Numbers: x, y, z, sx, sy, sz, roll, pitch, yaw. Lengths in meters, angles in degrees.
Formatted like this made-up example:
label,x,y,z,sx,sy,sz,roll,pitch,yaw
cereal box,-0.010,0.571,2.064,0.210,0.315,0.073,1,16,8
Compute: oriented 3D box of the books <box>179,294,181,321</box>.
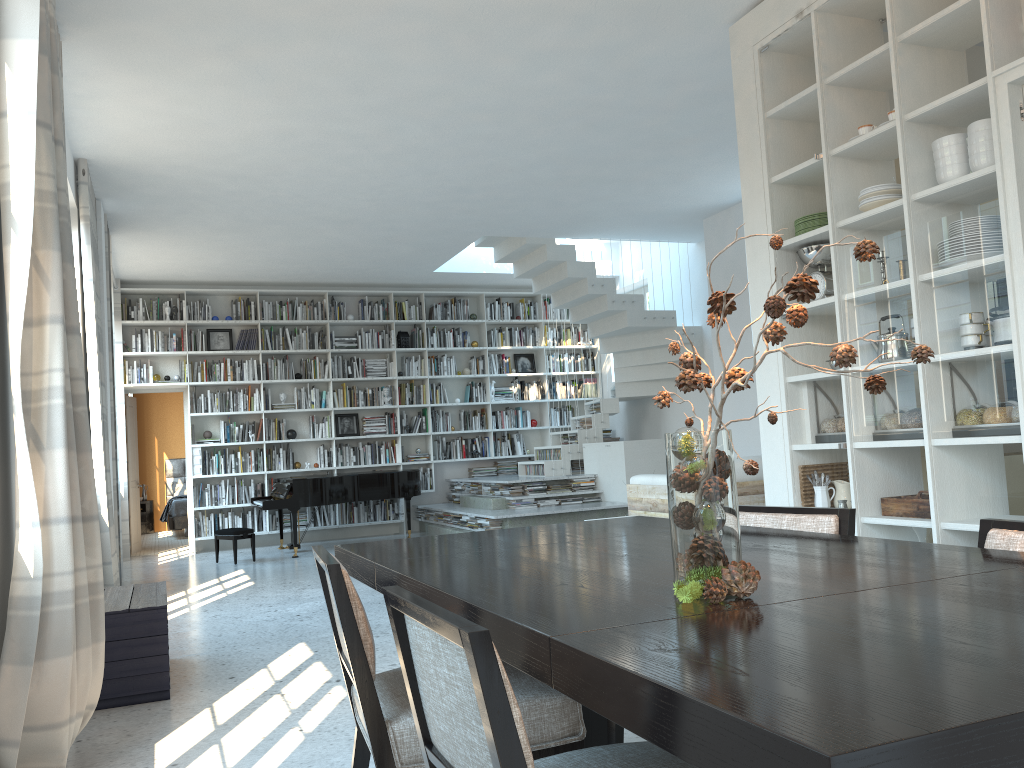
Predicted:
label,x,y,z,sx,sy,sz,roll,pitch,yaw
books,-3.995,-0.898,10.664,0.014,0.337,0.168,-2,-4,-22

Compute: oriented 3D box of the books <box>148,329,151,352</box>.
label,x,y,z,sx,sy,sz,roll,pitch,yaw
books,-4.290,-0.498,10.496,0.021,0.286,0.179,-2,-4,-22

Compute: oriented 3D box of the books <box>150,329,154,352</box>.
label,x,y,z,sx,sy,sz,roll,pitch,yaw
books,-4.271,-0.500,10.525,0.037,0.291,0.155,-2,-4,-22

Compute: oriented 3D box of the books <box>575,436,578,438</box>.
label,x,y,z,sx,sy,sz,roll,pitch,yaw
books,0.860,0.645,10.849,0.168,0.014,0.212,-3,-4,-2

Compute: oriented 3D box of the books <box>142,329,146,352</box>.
label,x,y,z,sx,sy,sz,roll,pitch,yaw
books,-4.355,-0.495,10.499,0.028,0.288,0.133,-2,-4,-22

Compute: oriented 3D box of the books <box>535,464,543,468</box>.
label,x,y,z,sx,sy,sz,roll,pitch,yaw
books,0.349,1.057,10.930,0.125,0.125,0.007,-2,-4,-22

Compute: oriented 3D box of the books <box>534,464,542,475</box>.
label,x,y,z,sx,sy,sz,roll,pitch,yaw
books,0.333,1.061,10.973,0.125,0.125,0.008,-2,-4,-22

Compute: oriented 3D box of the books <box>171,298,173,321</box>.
label,x,y,z,sx,sy,sz,roll,pitch,yaw
books,-4.079,-0.871,10.642,0.013,0.291,0.154,-2,-4,-22

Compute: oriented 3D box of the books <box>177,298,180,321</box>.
label,x,y,z,sx,sy,sz,roll,pitch,yaw
books,-4.012,-0.872,10.660,0.022,0.286,0.175,-2,-4,-22

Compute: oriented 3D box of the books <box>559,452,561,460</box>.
label,x,y,z,sx,sy,sz,roll,pitch,yaw
books,0.629,0.843,10.613,0.125,0.123,0.034,-2,-4,-22

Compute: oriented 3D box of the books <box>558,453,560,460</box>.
label,x,y,z,sx,sy,sz,roll,pitch,yaw
books,0.617,0.846,10.642,0.125,0.123,0.034,-2,-4,-22

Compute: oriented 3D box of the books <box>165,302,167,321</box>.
label,x,y,z,sx,sy,sz,roll,pitch,yaw
books,-4.133,-0.847,10.598,0.025,0.243,0.168,-2,-4,-22

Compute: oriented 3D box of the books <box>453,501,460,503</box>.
label,x,y,z,sx,sy,sz,roll,pitch,yaw
books,-0.638,1.516,11.438,0.187,0.009,0.261,-2,-4,-19

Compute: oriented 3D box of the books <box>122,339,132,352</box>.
label,x,y,z,sx,sy,sz,roll,pitch,yaw
books,-4.529,-0.433,10.429,0.121,0.175,0.129,-2,-4,-22

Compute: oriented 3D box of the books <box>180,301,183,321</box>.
label,x,y,z,sx,sy,sz,roll,pitch,yaw
books,-3.977,-0.859,10.674,0.025,0.259,0.138,-2,-4,-22

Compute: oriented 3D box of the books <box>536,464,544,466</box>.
label,x,y,z,sx,sy,sz,roll,pitch,yaw
books,0.363,1.054,10.895,0.125,0.125,0.010,-2,-4,-22

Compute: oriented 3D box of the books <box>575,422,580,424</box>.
label,x,y,z,sx,sy,sz,roll,pitch,yaw
books,0.938,0.496,11.415,0.149,0.017,0.240,-2,-5,-24

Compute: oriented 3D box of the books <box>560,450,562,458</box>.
label,x,y,z,sx,sy,sz,roll,pitch,yaw
books,0.643,0.840,10.577,0.125,0.123,0.036,-2,-4,-22

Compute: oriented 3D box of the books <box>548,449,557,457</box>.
label,x,y,z,sx,sy,sz,roll,pitch,yaw
books,0.506,0.872,10.919,0.125,0.125,0.008,-2,-4,-22

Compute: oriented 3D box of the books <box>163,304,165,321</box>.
label,x,y,z,sx,sy,sz,roll,pitch,yaw
books,-4.159,-0.837,10.601,0.021,0.226,0.156,-2,-4,-22

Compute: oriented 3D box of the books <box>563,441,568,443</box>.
label,x,y,z,sx,sy,sz,roll,pitch,yaw
books,0.754,0.738,11.341,0.159,0.012,0.225,-2,-4,-14

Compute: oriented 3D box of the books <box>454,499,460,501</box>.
label,x,y,z,sx,sy,sz,roll,pitch,yaw
books,-0.634,1.490,11.442,0.180,0.017,0.183,-2,-5,-25

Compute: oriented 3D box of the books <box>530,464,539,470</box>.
label,x,y,z,sx,sy,sz,roll,pitch,yaw
books,0.290,1.072,11.081,0.125,0.125,0.007,-2,-4,-22

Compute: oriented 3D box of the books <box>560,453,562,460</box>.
label,x,y,z,sx,sy,sz,roll,pitch,yaw
books,0.637,0.842,10.591,0.125,0.123,0.035,-2,-4,-22

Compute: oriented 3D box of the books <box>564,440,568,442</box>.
label,x,y,z,sx,sy,sz,roll,pitch,yaw
books,0.766,0.724,11.347,0.145,0.015,0.166,-1,-5,-27

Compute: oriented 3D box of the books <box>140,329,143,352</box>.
label,x,y,z,sx,sy,sz,roll,pitch,yaw
books,-4.370,-0.493,10.469,0.023,0.282,0.186,-2,-4,-22

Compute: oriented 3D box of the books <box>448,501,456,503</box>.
label,x,y,z,sx,sy,sz,roll,pitch,yaw
books,-0.736,1.554,11.733,0.163,0.019,0.187,-2,-5,-23

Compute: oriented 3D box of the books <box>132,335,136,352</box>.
label,x,y,z,sx,sy,sz,roll,pitch,yaw
books,-4.454,-0.457,10.450,0.034,0.217,0.166,-2,-4,-22

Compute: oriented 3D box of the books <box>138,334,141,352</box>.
label,x,y,z,sx,sy,sz,roll,pitch,yaw
books,-4.391,-0.465,10.463,0.022,0.228,0.172,-2,-4,-22

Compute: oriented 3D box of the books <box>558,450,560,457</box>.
label,x,y,z,sx,sy,sz,roll,pitch,yaw
books,0.623,0.845,10.627,0.125,0.123,0.036,-2,-4,-22

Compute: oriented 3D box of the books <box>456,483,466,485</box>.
label,x,y,z,sx,sy,sz,roll,pitch,yaw
books,-0.597,1.288,11.459,0.163,0.018,0.290,-2,-5,-23

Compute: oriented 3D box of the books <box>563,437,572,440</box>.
label,x,y,z,sx,sy,sz,roll,pitch,yaw
books,0.764,0.695,11.348,0.140,0.022,0.181,-1,-5,-28

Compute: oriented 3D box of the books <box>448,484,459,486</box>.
label,x,y,z,sx,sy,sz,roll,pitch,yaw
books,-0.715,1.332,11.723,0.171,0.015,0.253,-1,-5,-27

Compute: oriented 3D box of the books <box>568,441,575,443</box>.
label,x,y,z,sx,sy,sz,roll,pitch,yaw
books,0.834,0.719,11.133,0.175,0.016,0.207,-1,-5,-27

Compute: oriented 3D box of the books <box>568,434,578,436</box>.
label,x,y,z,sx,sy,sz,roll,pitch,yaw
books,0.828,0.640,11.137,0.177,0.014,0.194,-1,-5,-27

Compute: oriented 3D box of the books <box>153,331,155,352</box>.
label,x,y,z,sx,sy,sz,roll,pitch,yaw
books,-4.244,-0.490,10.526,0.013,0.268,0.162,-2,-4,-22

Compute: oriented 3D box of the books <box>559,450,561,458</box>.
label,x,y,z,sx,sy,sz,roll,pitch,yaw
books,0.631,0.843,10.605,0.125,0.123,0.035,-2,-4,-22

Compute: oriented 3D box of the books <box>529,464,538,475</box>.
label,x,y,z,sx,sy,sz,roll,pitch,yaw
books,0.272,1.076,11.124,0.125,0.125,0.008,-2,-4,-22

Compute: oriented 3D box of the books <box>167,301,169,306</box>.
label,x,y,z,sx,sy,sz,roll,pitch,yaw
books,-4.116,-0.852,10.616,0.021,0.253,0.179,-2,-4,-22

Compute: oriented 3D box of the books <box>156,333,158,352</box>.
label,x,y,z,sx,sy,sz,roll,pitch,yaw
books,-4.216,-0.478,10.536,0.021,0.244,0.174,-2,-4,-22

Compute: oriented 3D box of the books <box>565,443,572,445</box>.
label,x,y,z,sx,sy,sz,roll,pitch,yaw
books,0.782,0.765,11.350,0.130,0.014,0.188,-2,-5,-22

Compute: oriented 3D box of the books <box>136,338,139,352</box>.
label,x,y,z,sx,sy,sz,roll,pitch,yaw
books,-4.421,-0.444,10.477,0.024,0.192,0.138,-2,-4,-22

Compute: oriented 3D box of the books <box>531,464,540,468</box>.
label,x,y,z,sx,sy,sz,roll,pitch,yaw
books,0.304,1.068,11.045,0.125,0.125,0.009,-2,-4,-22

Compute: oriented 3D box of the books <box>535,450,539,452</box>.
label,x,y,z,sx,sy,sz,roll,pitch,yaw
books,0.361,0.908,11.285,0.125,0.125,0.009,-2,-4,-22

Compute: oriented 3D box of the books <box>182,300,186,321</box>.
label,x,y,z,sx,sy,sz,roll,pitch,yaw
books,-3.940,-0.859,10.649,0.024,0.252,0.235,-2,-4,-22

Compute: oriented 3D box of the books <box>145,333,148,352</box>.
label,x,y,z,sx,sy,sz,roll,pitch,yaw
books,-4.329,-0.471,10.507,0.024,0.239,0.156,-2,-4,-22

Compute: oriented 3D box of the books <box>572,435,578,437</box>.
label,x,y,z,sx,sy,sz,roll,pitch,yaw
books,0.852,0.655,11.145,0.133,0.017,0.178,-2,-4,-18

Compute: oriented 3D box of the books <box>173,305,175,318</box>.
label,x,y,z,sx,sy,sz,roll,pitch,yaw
books,-4.058,-0.829,10.642,0.023,0.204,0.146,-2,-4,-22

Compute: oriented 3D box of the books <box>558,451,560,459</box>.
label,x,y,z,sx,sy,sz,roll,pitch,yaw
books,0.620,0.846,10.635,0.125,0.123,0.035,-2,-4,-22

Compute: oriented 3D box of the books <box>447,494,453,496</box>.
label,x,y,z,sx,sy,sz,roll,pitch,yaw
books,-0.749,1.463,11.735,0.174,0.009,0.240,-2,-4,-20

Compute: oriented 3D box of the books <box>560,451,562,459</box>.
label,x,y,z,sx,sy,sz,roll,pitch,yaw
books,0.640,0.841,10.584,0.125,0.123,0.034,-2,-4,-22

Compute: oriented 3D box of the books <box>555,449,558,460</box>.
label,x,y,z,sx,sy,sz,roll,pitch,yaw
books,0.579,0.854,10.737,0.125,0.125,0.007,-2,-4,-22

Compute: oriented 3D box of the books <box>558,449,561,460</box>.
label,x,y,z,sx,sy,sz,roll,pitch,yaw
books,0.610,0.846,10.659,0.125,0.125,0.011,-2,-4,-22

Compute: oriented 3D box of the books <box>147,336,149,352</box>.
label,x,y,z,sx,sy,sz,roll,pitch,yaw
books,-4.308,-0.457,10.503,0.010,0.208,0.165,-2,-4,-22

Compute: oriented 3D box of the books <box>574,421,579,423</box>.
label,x,y,z,sx,sy,sz,roll,pitch,yaw
books,0.922,0.483,11.410,0.173,0.011,0.203,-1,-5,-27

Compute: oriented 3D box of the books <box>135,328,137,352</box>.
label,x,y,z,sx,sy,sz,roll,pitch,yaw
books,-4.436,-0.497,10.463,0.011,0.296,0.162,-2,-4,-22

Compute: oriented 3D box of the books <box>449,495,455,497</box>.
label,x,y,z,sx,sy,sz,roll,pitch,yaw
books,-0.743,1.474,11.737,0.152,0.015,0.208,-2,-4,-17

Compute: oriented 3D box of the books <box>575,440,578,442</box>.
label,x,y,z,sx,sy,sz,roll,pitch,yaw
books,0.851,0.697,10.846,0.172,0.019,0.240,-4,-4,3

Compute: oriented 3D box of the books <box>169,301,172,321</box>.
label,x,y,z,sx,sy,sz,roll,pitch,yaw
books,-4.092,-0.856,10.622,0.027,0.259,0.147,-2,-4,-22
